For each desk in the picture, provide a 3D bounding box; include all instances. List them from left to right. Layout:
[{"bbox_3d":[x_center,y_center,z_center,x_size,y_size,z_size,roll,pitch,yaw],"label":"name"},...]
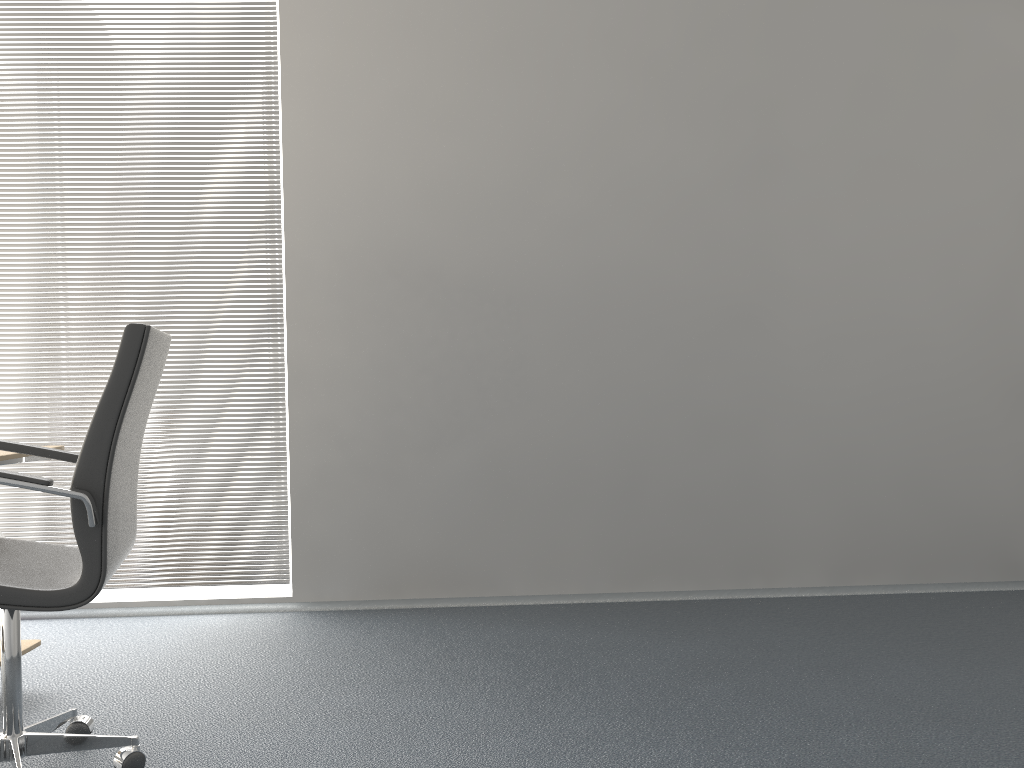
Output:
[{"bbox_3d":[-1.827,0.155,1.971,0.967,1.566,1.469,-1,1,-2],"label":"desk"}]

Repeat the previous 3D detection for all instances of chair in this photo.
[{"bbox_3d":[-1.135,0.399,2.028,0.652,1.048,0.584,-1,1,-16],"label":"chair"}]

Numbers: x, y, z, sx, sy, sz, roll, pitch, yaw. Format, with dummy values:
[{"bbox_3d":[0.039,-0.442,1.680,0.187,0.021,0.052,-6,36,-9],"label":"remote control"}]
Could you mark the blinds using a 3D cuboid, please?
[{"bbox_3d":[-1.905,-0.553,3.560,1.950,2.770,0.022,-1,1,-2],"label":"blinds"}]
